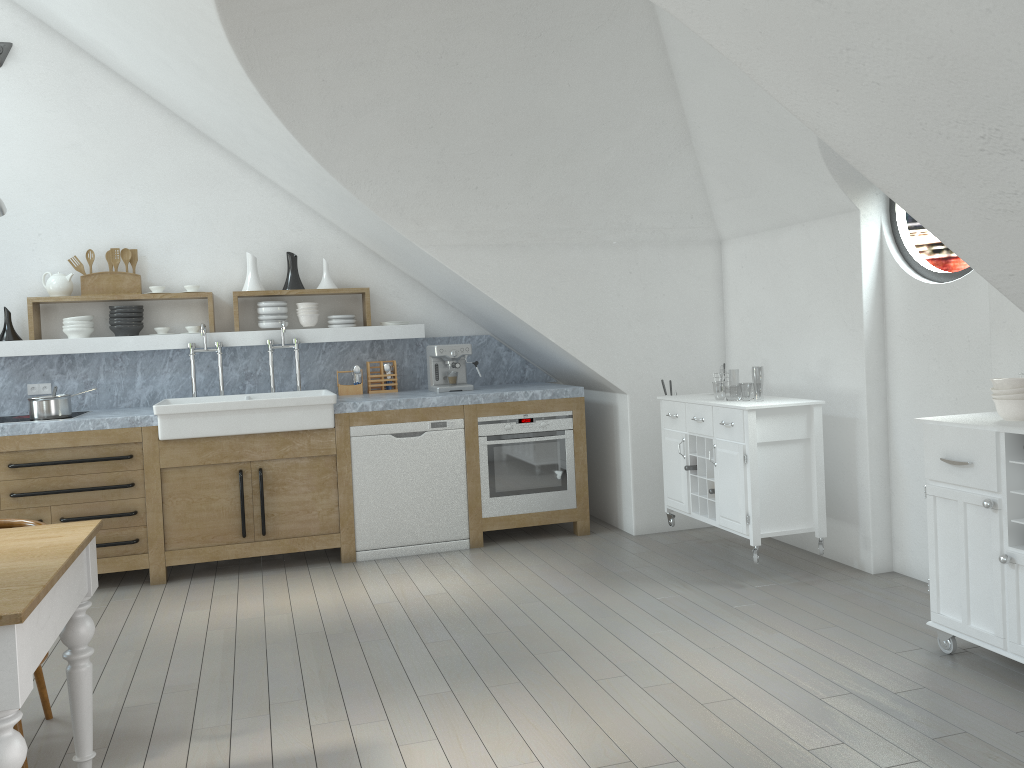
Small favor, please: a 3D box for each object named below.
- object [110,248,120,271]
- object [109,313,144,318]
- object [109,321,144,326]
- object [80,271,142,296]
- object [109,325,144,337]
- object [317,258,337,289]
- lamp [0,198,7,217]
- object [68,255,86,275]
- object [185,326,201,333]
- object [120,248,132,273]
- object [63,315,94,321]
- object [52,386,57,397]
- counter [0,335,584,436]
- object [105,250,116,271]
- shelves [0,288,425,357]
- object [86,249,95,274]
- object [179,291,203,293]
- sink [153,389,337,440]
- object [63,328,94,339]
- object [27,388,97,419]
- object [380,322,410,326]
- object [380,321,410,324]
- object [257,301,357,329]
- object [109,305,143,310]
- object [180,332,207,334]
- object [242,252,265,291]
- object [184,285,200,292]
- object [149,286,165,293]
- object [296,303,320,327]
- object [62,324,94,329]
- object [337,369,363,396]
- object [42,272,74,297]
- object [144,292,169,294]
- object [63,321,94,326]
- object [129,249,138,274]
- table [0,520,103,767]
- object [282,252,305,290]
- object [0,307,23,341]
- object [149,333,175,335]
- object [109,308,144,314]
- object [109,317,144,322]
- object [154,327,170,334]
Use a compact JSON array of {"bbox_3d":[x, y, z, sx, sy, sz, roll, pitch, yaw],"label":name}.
[{"bbox_3d":[-2.556,-0.727,5.729,0.057,0.299,0.019,-3,1,-16],"label":"object"},{"bbox_3d":[-2.489,-0.417,5.723,0.206,0.072,0.206,-4,3,-29],"label":"object"},{"bbox_3d":[-2.489,-0.368,5.724,0.205,0.086,0.205,-2,3,21],"label":"object"},{"bbox_3d":[-2.589,-0.647,5.730,0.354,0.157,0.084,-3,2,-16],"label":"object"},{"bbox_3d":[-2.487,-0.341,5.724,0.206,0.072,0.206,-4,3,-29],"label":"object"},{"bbox_3d":[-1.278,-0.757,6.104,0.156,0.218,0.156,-4,2,-35],"label":"object"},{"bbox_3d":[-2.837,-0.997,4.853,0.112,0.176,0.169,-3,2,-24],"label":"lamp"},{"bbox_3d":[-2.743,-0.700,5.692,0.199,0.259,0.016,-3,1,-6],"label":"object"},{"bbox_3d":[-2.107,-0.356,5.860,0.098,0.048,0.098,-4,3,-19],"label":"object"},{"bbox_3d":[-2.496,-0.731,5.749,0.068,0.298,0.039,-3,1,-16],"label":"object"},{"bbox_3d":[-2.759,-0.395,5.644,0.180,0.076,0.181,-2,3,21],"label":"object"},{"bbox_3d":[-2.699,0.101,5.191,0.051,0.166,0.236,-3,2,-21],"label":"object"},{"bbox_3d":[-2.690,-0.058,5.307,6.578,0.619,0.962,-4,3,-16],"label":"counter"},{"bbox_3d":[-2.595,-0.726,5.738,0.061,0.299,0.040,-3,1,-19],"label":"object"},{"bbox_3d":[-3.277,-0.837,5.358,5.553,1.361,0.480,-4,2,-22],"label":"shelves"},{"bbox_3d":[-2.709,-0.720,5.705,0.055,0.299,0.027,-3,1,-16],"label":"object"},{"bbox_3d":[-2.112,-0.601,5.856,0.164,0.012,0.164,-3,3,1],"label":"object"},{"bbox_3d":[-1.621,0.179,5.449,1.021,0.202,0.727,-4,3,-16],"label":"sink"},{"bbox_3d":[-2.758,-0.320,5.644,0.181,0.063,0.181,-2,3,6],"label":"object"},{"bbox_3d":[-2.611,0.123,5.182,0.395,0.170,0.232,-5,3,-37],"label":"object"},{"bbox_3d":[-0.823,-0.415,6.228,0.213,0.025,0.213,-4,3,-29],"label":"object"},{"bbox_3d":[-0.823,-0.424,6.227,0.213,0.025,0.213,-4,3,-29],"label":"object"},{"bbox_3d":[-1.394,-0.469,6.047,0.657,0.196,0.198,-4,2,-17],"label":"object"},{"bbox_3d":[-2.491,-0.470,5.728,0.205,0.080,0.205,-3,3,-14],"label":"object"},{"bbox_3d":[-2.106,-0.333,5.860,0.164,0.012,0.164,-3,3,1],"label":"object"},{"bbox_3d":[-1.745,-0.753,5.960,0.156,0.268,0.156,-4,2,-28],"label":"object"},{"bbox_3d":[-2.113,-0.624,5.856,0.098,0.048,0.098,-4,3,-19],"label":"object"},{"bbox_3d":[-2.318,-0.612,5.795,0.098,0.048,0.098,-4,3,-19],"label":"object"},{"bbox_3d":[-1.387,-0.470,6.024,0.158,0.160,0.154,-2,2,12],"label":"object"},{"bbox_3d":[-2.760,-0.342,5.644,0.181,0.065,0.181,-2,3,21],"label":"object"},{"bbox_3d":[-1.114,-0.012,6.098,0.173,0.171,0.100,-3,2,-15],"label":"object"},{"bbox_3d":[-2.883,-0.633,5.634,0.168,0.169,0.174,-4,3,-33],"label":"object"},{"bbox_3d":[-2.317,-0.588,5.796,0.164,0.012,0.164,-3,3,1],"label":"object"},{"bbox_3d":[-2.759,-0.366,5.644,0.181,0.069,0.181,-3,3,1],"label":"object"},{"bbox_3d":[-2.465,-0.733,5.777,0.057,0.294,0.030,-3,1,-16],"label":"object"},{"bbox_3d":[-2.718,0.939,1.816,3.350,0.798,1.019,-4,3,-16],"label":"table"},{"bbox_3d":[-1.492,-0.768,6.031,0.156,0.268,0.156,-3,2,-12],"label":"object"},{"bbox_3d":[-3.153,-0.376,5.548,0.156,0.218,0.156,-4,2,-35],"label":"object"},{"bbox_3d":[-2.290,-0.321,5.806,0.164,0.012,0.164,-3,3,1],"label":"object"},{"bbox_3d":[-2.487,-0.443,5.727,0.205,0.084,0.206,-2,3,11],"label":"object"},{"bbox_3d":[-2.486,-0.395,5.718,0.205,0.086,0.205,-1,3,26],"label":"object"},{"bbox_3d":[-2.291,-0.345,5.805,0.098,0.048,0.098,-4,3,-19],"label":"object"}]
